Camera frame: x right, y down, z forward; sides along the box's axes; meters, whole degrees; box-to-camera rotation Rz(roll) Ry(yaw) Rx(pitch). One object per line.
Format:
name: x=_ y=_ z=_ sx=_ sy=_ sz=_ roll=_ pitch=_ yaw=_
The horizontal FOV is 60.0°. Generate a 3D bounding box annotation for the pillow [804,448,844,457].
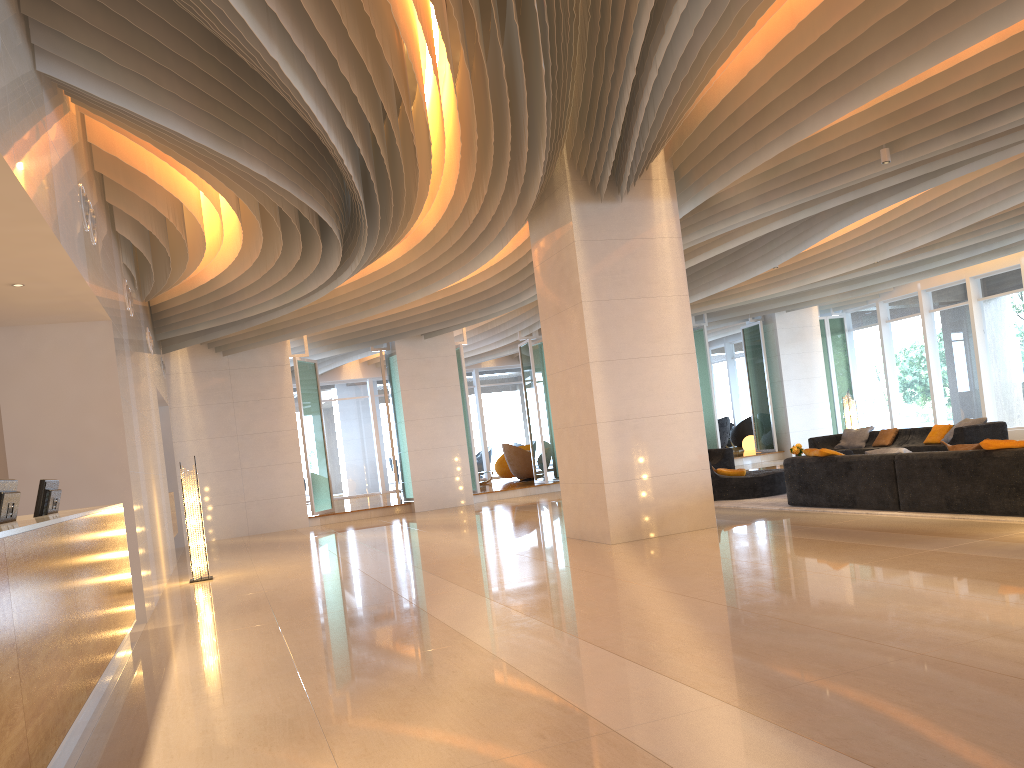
pillow: x=3.690 y=0.892 z=10.114 sx=0.546 sy=0.377 sz=0.640 roll=-7 pitch=-3 yaw=3

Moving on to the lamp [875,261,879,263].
lamp: x=6.189 y=-2.840 z=15.303 sx=0.088 sy=1.505 sz=0.090 roll=-7 pitch=0 yaw=26

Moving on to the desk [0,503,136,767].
desk: x=-2.286 y=1.127 z=3.457 sx=0.905 sy=1.048 sz=6.622 roll=-6 pitch=-4 yaw=-19

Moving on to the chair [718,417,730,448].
chair: x=5.572 y=1.480 z=24.955 sx=1.121 sy=1.004 sz=1.540 roll=-9 pitch=-4 yaw=43

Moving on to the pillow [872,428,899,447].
pillow: x=6.626 y=0.951 z=15.739 sx=0.325 sy=0.312 sz=0.404 roll=-6 pitch=-3 yaw=-21

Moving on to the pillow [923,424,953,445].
pillow: x=7.008 y=0.826 z=14.588 sx=0.324 sy=0.312 sz=0.405 roll=-6 pitch=-3 yaw=-17

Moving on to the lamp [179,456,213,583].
lamp: x=-3.708 y=1.570 z=10.348 sx=0.252 sy=1.449 sz=0.248 roll=-7 pitch=-1 yaw=-19

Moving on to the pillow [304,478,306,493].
pillow: x=-5.135 y=2.355 z=18.861 sx=1.532 sy=1.004 sz=1.127 roll=-6 pitch=-3 yaw=-22

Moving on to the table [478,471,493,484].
table: x=-0.992 y=2.509 z=23.352 sx=1.086 sy=0.318 sz=0.814 roll=-6 pitch=-4 yaw=-13

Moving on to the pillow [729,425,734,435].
pillow: x=6.786 y=1.442 z=27.914 sx=0.502 sy=0.408 sz=0.466 roll=-7 pitch=-2 yaw=8

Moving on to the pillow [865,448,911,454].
pillow: x=4.045 y=0.852 z=9.295 sx=0.424 sy=0.376 sz=0.583 roll=-6 pitch=-3 yaw=-17

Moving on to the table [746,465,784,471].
table: x=4.691 y=1.453 z=14.540 sx=1.615 sy=0.220 sz=1.589 roll=-6 pitch=-4 yaw=-19

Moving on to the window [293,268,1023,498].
window: x=9.350 y=-0.930 z=13.386 sx=53.776 sy=3.216 sz=22.469 roll=-10 pitch=-5 yaw=36

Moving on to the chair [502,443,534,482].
chair: x=0.373 y=1.914 z=22.128 sx=1.142 sy=1.004 sz=1.512 roll=-6 pitch=-3 yaw=-11

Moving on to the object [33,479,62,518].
object: x=-3.104 y=0.859 z=6.002 sx=0.357 sy=0.435 sz=0.532 roll=-6 pitch=-3 yaw=-19

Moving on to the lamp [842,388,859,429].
lamp: x=6.753 y=0.805 z=17.611 sx=0.252 sy=1.449 sz=0.248 roll=-7 pitch=-1 yaw=-19

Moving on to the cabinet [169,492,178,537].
cabinet: x=-5.484 y=2.026 z=13.585 sx=0.564 sy=0.661 sz=1.499 roll=-6 pitch=-3 yaw=-19

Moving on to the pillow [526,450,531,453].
pillow: x=0.427 y=1.763 z=21.811 sx=0.478 sy=0.454 sz=0.613 roll=-5 pitch=-3 yaw=-38

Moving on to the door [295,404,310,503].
door: x=-6.126 y=1.975 z=24.682 sx=1.472 sy=2.769 sz=0.059 roll=-6 pitch=-1 yaw=-20

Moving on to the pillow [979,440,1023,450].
pillow: x=4.492 y=0.628 z=7.691 sx=0.555 sy=0.377 sz=0.630 roll=-4 pitch=-4 yaw=-41

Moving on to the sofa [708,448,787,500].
sofa: x=3.356 y=1.402 z=14.661 sx=2.850 sy=0.652 sz=5.052 roll=-6 pitch=-4 yaw=-19

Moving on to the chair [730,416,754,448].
chair: x=7.075 y=1.363 z=25.897 sx=1.530 sy=1.004 sz=1.129 roll=-6 pitch=-3 yaw=-17

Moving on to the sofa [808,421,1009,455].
sofa: x=6.673 y=1.079 z=15.276 sx=0.950 sy=0.581 sz=3.750 roll=-6 pitch=-4 yaw=-19

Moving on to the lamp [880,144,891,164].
lamp: x=3.679 y=-2.974 z=8.934 sx=0.090 sy=1.505 sz=0.088 roll=-7 pitch=0 yaw=-28

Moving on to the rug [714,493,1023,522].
rug: x=6.208 y=1.071 z=10.004 sx=5.561 sy=0.022 sz=16.104 roll=-6 pitch=-4 yaw=-19

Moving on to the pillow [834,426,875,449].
pillow: x=6.376 y=1.008 z=16.536 sx=0.555 sy=0.377 sz=0.630 roll=-4 pitch=-4 yaw=-41

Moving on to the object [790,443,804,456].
object: x=4.741 y=1.159 z=14.729 sx=0.235 sy=0.376 sz=0.267 roll=-7 pitch=-2 yaw=13

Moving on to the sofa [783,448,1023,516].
sofa: x=4.242 y=0.938 z=8.948 sx=0.950 sy=0.581 sz=3.750 roll=-6 pitch=-4 yaw=-19

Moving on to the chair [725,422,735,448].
chair: x=6.451 y=1.570 z=27.818 sx=1.523 sy=1.004 sz=1.134 roll=-7 pitch=-2 yaw=-7

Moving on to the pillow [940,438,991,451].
pillow: x=4.364 y=0.708 z=8.319 sx=0.447 sy=0.409 sz=0.597 roll=-6 pitch=-3 yaw=-17

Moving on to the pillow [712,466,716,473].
pillow: x=2.796 y=1.205 z=12.865 sx=0.331 sy=0.311 sz=0.421 roll=-6 pitch=-3 yaw=-18

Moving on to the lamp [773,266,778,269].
lamp: x=4.246 y=-2.654 z=14.590 sx=0.088 sy=1.505 sz=0.090 roll=-7 pitch=0 yaw=26

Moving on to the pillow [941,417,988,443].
pillow: x=7.179 y=0.744 z=14.112 sx=0.546 sy=0.377 sz=0.640 roll=-7 pitch=-3 yaw=3

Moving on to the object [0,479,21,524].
object: x=-2.679 y=0.719 z=4.717 sx=0.357 sy=0.435 sz=0.532 roll=-6 pitch=-3 yaw=-19

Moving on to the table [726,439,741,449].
table: x=6.875 y=1.799 z=26.860 sx=1.086 sy=0.318 sz=0.814 roll=-6 pitch=-4 yaw=-13

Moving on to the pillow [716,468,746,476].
pillow: x=3.129 y=1.254 z=12.653 sx=0.408 sy=0.135 sz=0.420 roll=-8 pitch=-4 yaw=14

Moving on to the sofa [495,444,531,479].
sofa: x=0.732 y=2.074 z=24.324 sx=2.593 sy=0.900 sz=1.098 roll=-5 pitch=-3 yaw=-30
